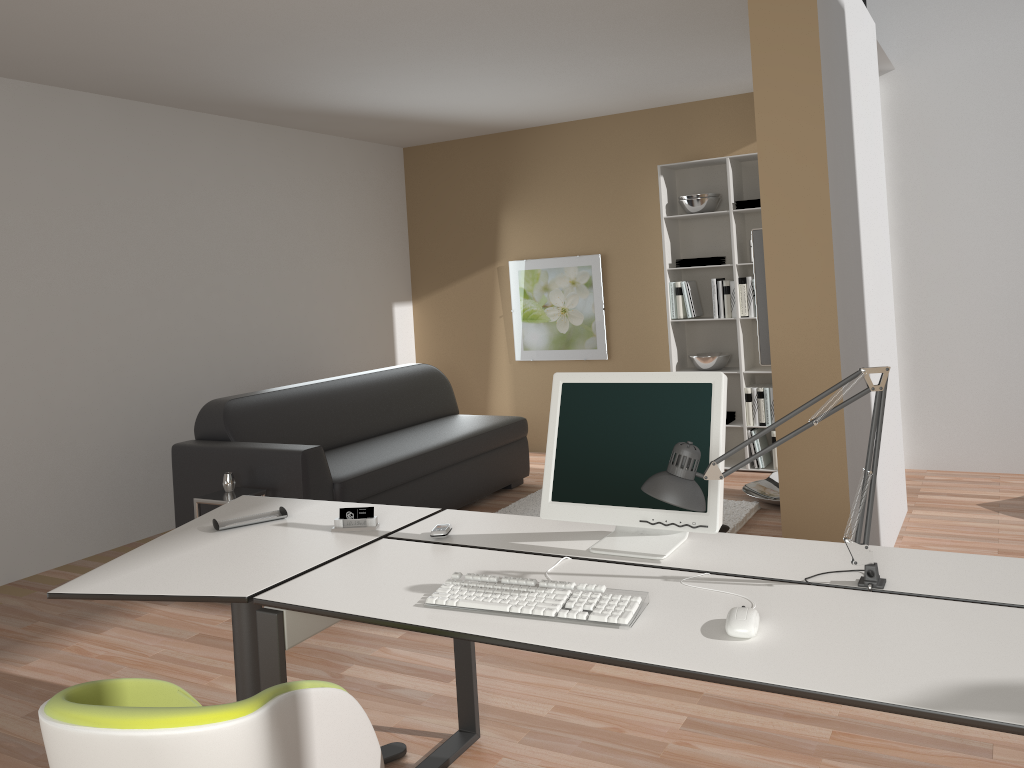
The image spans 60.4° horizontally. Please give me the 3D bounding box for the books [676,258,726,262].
[{"bbox_3d":[1.339,-0.881,6.245,0.296,0.008,0.212,0,7,29],"label":"books"}]

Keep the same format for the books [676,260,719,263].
[{"bbox_3d":[1.337,-0.870,6.241,0.297,0.006,0.212,0,7,31],"label":"books"}]

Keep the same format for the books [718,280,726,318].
[{"bbox_3d":[1.489,-0.594,6.150,0.040,0.258,0.209,-4,2,30],"label":"books"}]

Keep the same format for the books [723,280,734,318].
[{"bbox_3d":[1.523,-0.594,6.124,0.040,0.258,0.209,-4,2,30],"label":"books"}]

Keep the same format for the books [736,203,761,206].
[{"bbox_3d":[1.675,-1.232,6.071,0.210,0.006,0.299,-1,7,24],"label":"books"}]

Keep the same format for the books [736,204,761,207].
[{"bbox_3d":[1.676,-1.227,6.071,0.210,0.006,0.299,-1,7,24],"label":"books"}]

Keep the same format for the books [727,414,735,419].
[{"bbox_3d":[1.408,0.226,6.234,0.296,0.008,0.212,0,7,29],"label":"books"}]

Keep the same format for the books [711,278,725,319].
[{"bbox_3d":[1.453,-0.603,6.170,0.040,0.276,0.209,-4,2,30],"label":"books"}]

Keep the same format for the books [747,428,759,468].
[{"bbox_3d":[1.681,0.429,6.053,0.060,0.260,0.209,-4,2,30],"label":"books"}]

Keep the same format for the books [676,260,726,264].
[{"bbox_3d":[1.340,-0.864,6.242,0.296,0.006,0.212,0,7,29],"label":"books"}]

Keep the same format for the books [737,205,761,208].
[{"bbox_3d":[1.677,-1.216,6.072,0.210,0.006,0.299,-1,7,24],"label":"books"}]

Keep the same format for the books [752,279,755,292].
[{"bbox_3d":[1.708,-0.594,6.036,0.060,0.260,0.209,-4,2,30],"label":"books"}]

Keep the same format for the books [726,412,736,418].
[{"bbox_3d":[1.407,0.216,6.228,0.296,0.007,0.212,0,7,29],"label":"books"}]

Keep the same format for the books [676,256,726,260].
[{"bbox_3d":[1.340,-0.891,6.241,0.296,0.006,0.212,0,7,29],"label":"books"}]

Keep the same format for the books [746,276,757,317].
[{"bbox_3d":[1.666,-0.603,6.063,0.040,0.276,0.209,-4,2,30],"label":"books"}]

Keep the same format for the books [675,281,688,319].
[{"bbox_3d":[1.225,-0.603,6.289,0.040,0.258,0.209,-4,2,30],"label":"books"}]

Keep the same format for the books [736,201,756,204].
[{"bbox_3d":[1.678,-1.249,6.070,0.210,0.008,0.299,-1,7,24],"label":"books"}]

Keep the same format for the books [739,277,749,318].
[{"bbox_3d":[1.625,-0.602,6.085,0.053,0.272,0.209,-4,2,30],"label":"books"}]

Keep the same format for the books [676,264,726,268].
[{"bbox_3d":[1.339,-0.837,6.242,0.296,0.007,0.212,0,7,29],"label":"books"}]

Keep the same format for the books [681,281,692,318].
[{"bbox_3d":[1.269,-0.604,6.267,0.060,0.260,0.209,-4,2,30],"label":"books"}]

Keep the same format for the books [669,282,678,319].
[{"bbox_3d":[1.186,-0.604,6.316,0.040,0.258,0.209,-4,2,30],"label":"books"}]

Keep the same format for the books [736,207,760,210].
[{"bbox_3d":[1.677,-1.205,6.073,0.210,0.007,0.299,-1,7,24],"label":"books"}]

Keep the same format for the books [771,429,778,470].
[{"bbox_3d":[1.810,0.431,5.974,0.040,0.258,0.209,-4,2,30],"label":"books"}]

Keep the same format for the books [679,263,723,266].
[{"bbox_3d":[1.339,-0.848,6.242,0.296,0.006,0.212,0,7,29],"label":"books"}]

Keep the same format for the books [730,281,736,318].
[{"bbox_3d":[1.563,-0.591,6.110,0.040,0.251,0.209,-4,2,30],"label":"books"}]

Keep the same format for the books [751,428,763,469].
[{"bbox_3d":[1.701,0.431,6.036,0.058,0.258,0.209,-4,2,30],"label":"books"}]

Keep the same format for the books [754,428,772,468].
[{"bbox_3d":[1.724,0.428,6.042,0.058,0.258,0.209,-4,2,30],"label":"books"}]

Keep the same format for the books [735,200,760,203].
[{"bbox_3d":[1.672,-1.254,6.070,0.210,0.007,0.299,-1,7,24],"label":"books"}]

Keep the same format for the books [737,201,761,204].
[{"bbox_3d":[1.678,-1.244,6.070,0.210,0.008,0.299,-1,7,24],"label":"books"}]

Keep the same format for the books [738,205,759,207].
[{"bbox_3d":[1.678,-1.222,6.074,0.210,0.007,0.299,-1,7,23],"label":"books"}]

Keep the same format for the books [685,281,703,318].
[{"bbox_3d":[1.295,-0.605,6.265,0.058,0.258,0.209,-4,2,30],"label":"books"}]

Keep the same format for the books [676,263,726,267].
[{"bbox_3d":[1.340,-0.842,6.243,0.296,0.006,0.212,0,7,29],"label":"books"}]

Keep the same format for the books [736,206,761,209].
[{"bbox_3d":[1.677,-1.210,6.072,0.210,0.006,0.299,-1,7,24],"label":"books"}]

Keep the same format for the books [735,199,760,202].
[{"bbox_3d":[1.673,-1.259,6.068,0.210,0.006,0.299,-1,7,24],"label":"books"}]

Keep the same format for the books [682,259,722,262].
[{"bbox_3d":[1.340,-0.876,6.245,0.296,0.008,0.212,0,7,29],"label":"books"}]

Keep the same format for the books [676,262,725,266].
[{"bbox_3d":[1.337,-0.854,6.244,0.296,0.007,0.212,0,7,28],"label":"books"}]

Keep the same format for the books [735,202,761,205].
[{"bbox_3d":[1.674,-1.239,6.073,0.210,0.006,0.299,0,7,26],"label":"books"}]

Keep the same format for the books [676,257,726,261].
[{"bbox_3d":[1.339,-0.886,6.240,0.296,0.007,0.212,0,7,29],"label":"books"}]

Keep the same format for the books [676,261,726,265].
[{"bbox_3d":[1.340,-0.859,6.242,0.296,0.006,0.212,0,7,29],"label":"books"}]
